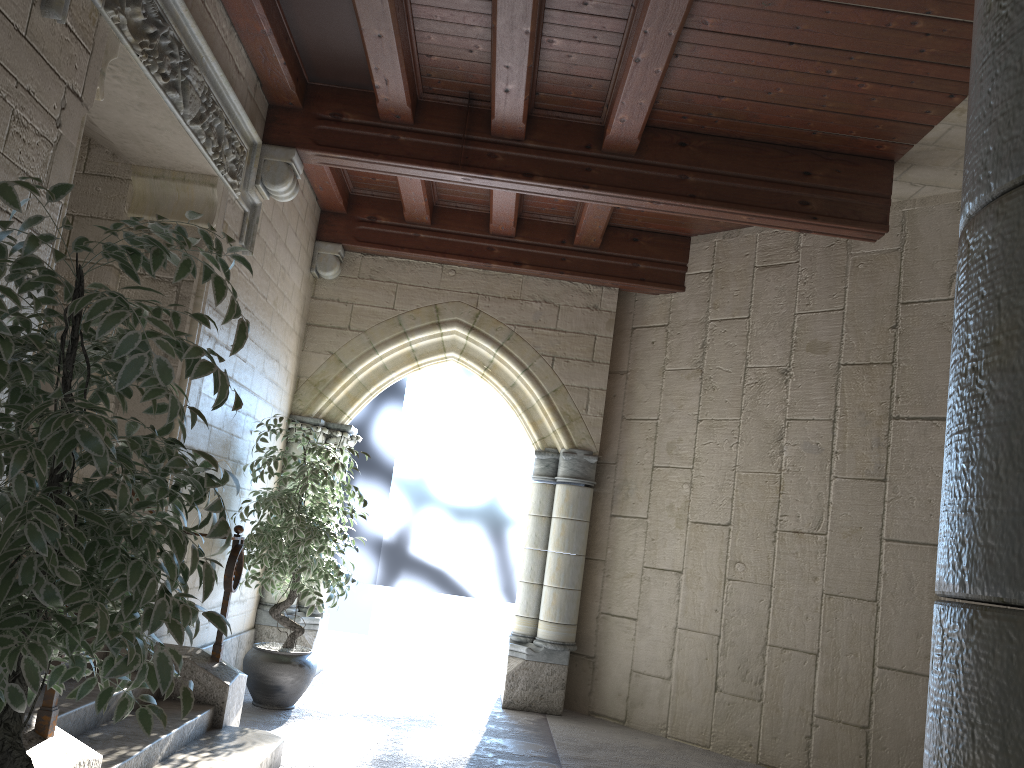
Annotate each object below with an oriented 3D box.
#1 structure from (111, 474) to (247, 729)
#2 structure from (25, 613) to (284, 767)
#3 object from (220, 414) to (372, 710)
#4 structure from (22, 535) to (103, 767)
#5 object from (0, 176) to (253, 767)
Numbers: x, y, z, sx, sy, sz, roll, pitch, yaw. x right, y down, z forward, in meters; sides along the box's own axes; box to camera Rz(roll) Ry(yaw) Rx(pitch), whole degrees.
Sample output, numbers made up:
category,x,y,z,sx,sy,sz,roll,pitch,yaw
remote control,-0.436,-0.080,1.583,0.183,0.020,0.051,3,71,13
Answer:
category,x,y,z,sx,sy,sz,roll,pitch,yaw
structure,-1.625,0.935,3.951,0.888,1.253,0.476,8,-8,-1
structure,-2.191,0.954,3.206,2.573,0.804,1.471,8,-10,-1
object,-1.239,1.002,5.022,0.787,1.607,0.755,8,-8,-4
structure,-1.583,0.684,2.554,0.888,1.253,0.480,8,-8,-1
object,-0.939,0.434,1.706,0.786,1.607,0.757,3,-10,30
